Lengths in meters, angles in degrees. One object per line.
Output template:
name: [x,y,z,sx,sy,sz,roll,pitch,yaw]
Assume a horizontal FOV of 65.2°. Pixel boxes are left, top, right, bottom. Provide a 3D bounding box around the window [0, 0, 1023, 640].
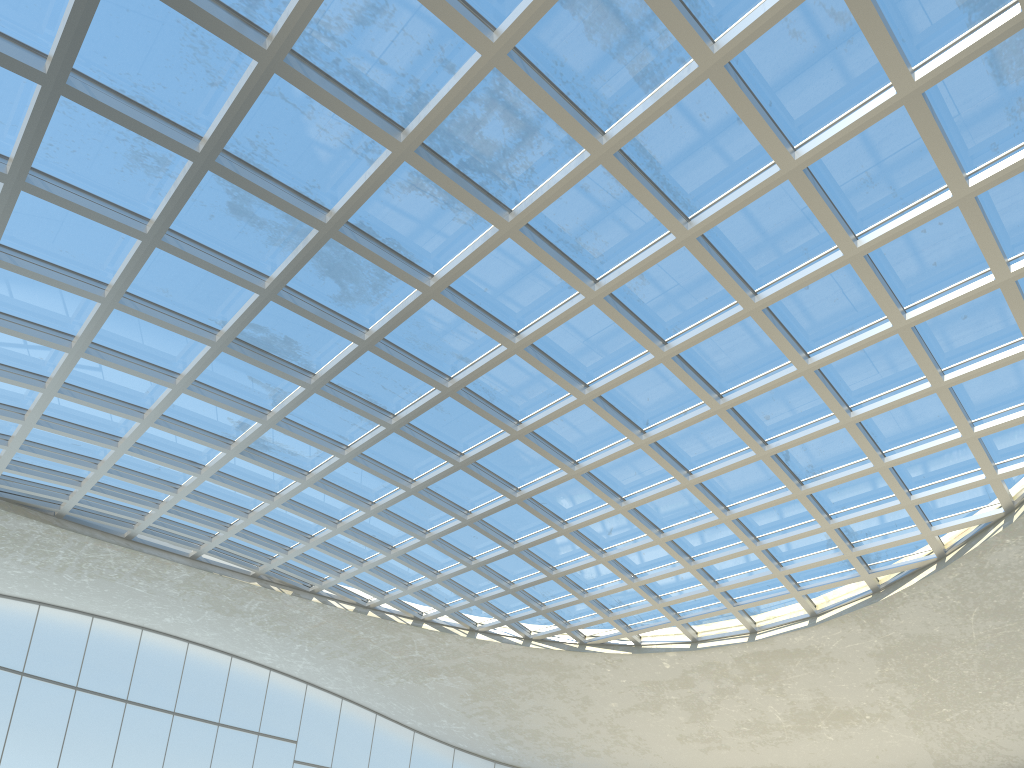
window: [-6.356,2.848,45.027,85.860,9.767,83.050,33,-42,-33]
